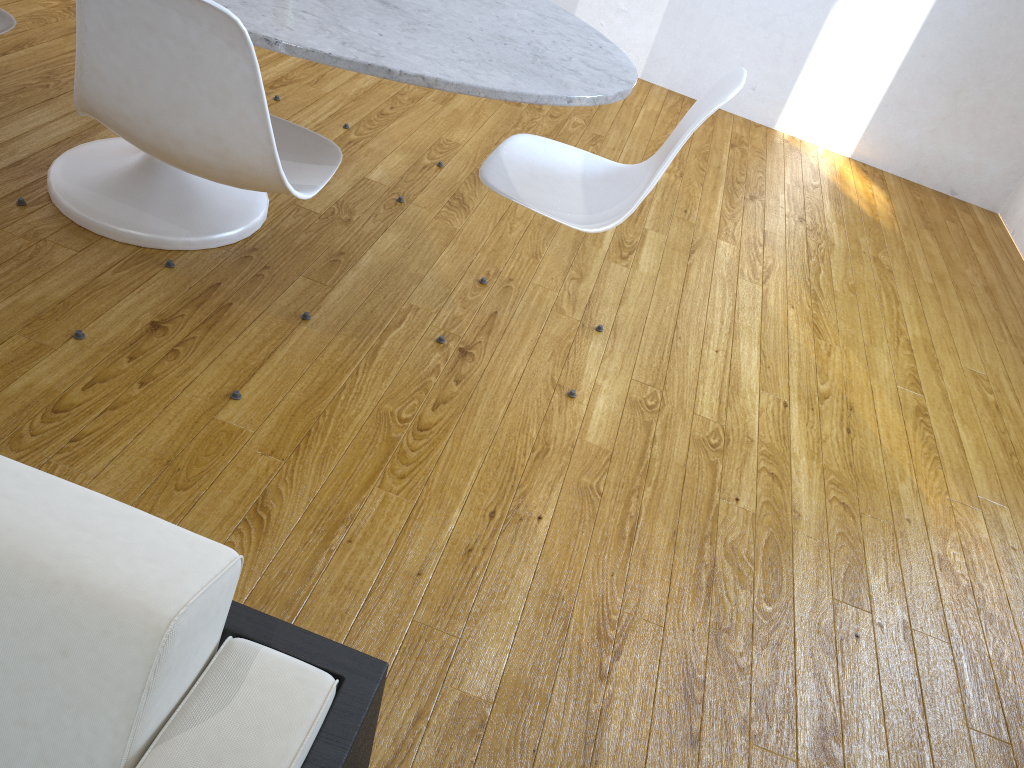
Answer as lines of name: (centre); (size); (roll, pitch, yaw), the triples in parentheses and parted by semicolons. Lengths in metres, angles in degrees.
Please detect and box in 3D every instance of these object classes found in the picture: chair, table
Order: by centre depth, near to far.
chair: (-0.477, -0.508, 1.430); (0.405, 0.357, 0.413); (21, 36, 1)
chair: (-1.105, -0.767, 1.467); (0.405, 0.357, 0.414); (24, 36, 5)
chair: (0.192, -0.511, 1.757); (0.419, 0.357, 0.400); (23, 36, 4)
table: (-0.736, -0.684, 1.905); (1.909, 0.632, 1.055); (21, 36, 1)
